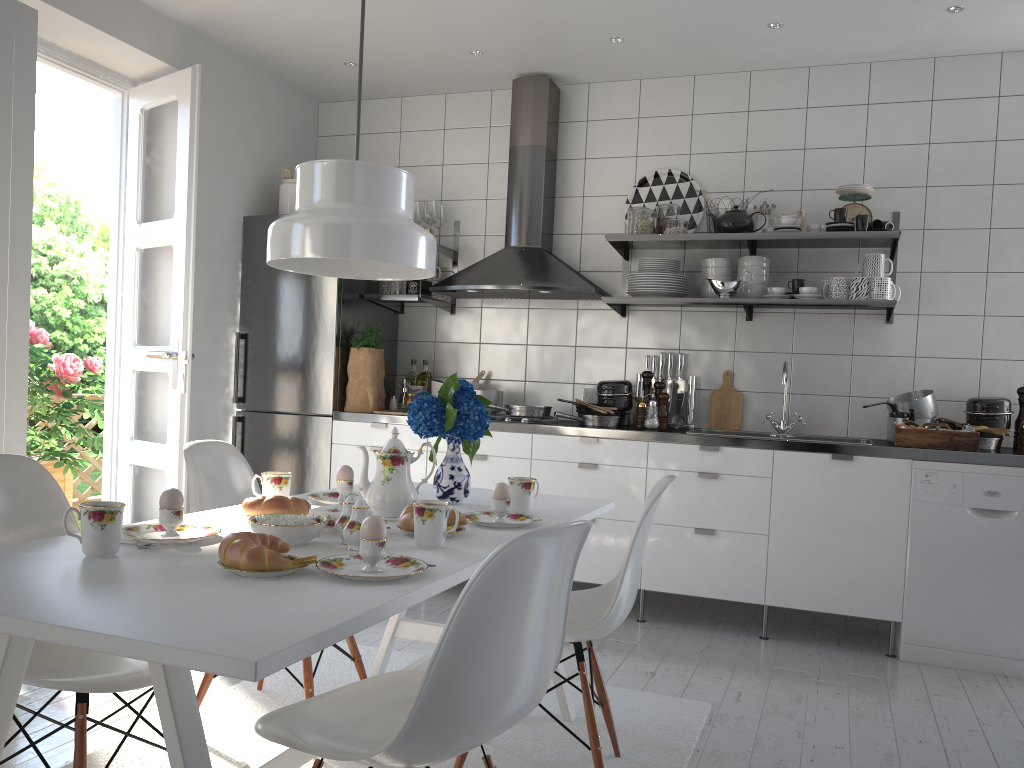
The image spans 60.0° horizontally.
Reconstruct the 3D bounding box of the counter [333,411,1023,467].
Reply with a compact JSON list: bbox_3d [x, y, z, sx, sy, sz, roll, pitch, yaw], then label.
[{"bbox_3d":[0.750,0.234,4.100,3.236,0.045,0.650,3,0,20],"label":"counter"}]

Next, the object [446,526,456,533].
[{"bbox_3d":[-0.160,0.325,1.984,0.109,0.036,0.070,3,0,28],"label":"object"}]

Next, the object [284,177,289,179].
[{"bbox_3d":[-1.155,-0.974,4.625,0.061,0.251,0.117,1,3,-40],"label":"object"}]

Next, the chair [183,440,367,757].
[{"bbox_3d":[-0.677,0.578,2.561,0.542,0.802,0.464,3,2,14],"label":"chair"}]

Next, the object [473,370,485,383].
[{"bbox_3d":[-0.246,0.039,4.676,0.222,0.233,0.080,2,2,-19],"label":"object"}]

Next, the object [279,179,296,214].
[{"bbox_3d":[-1.124,-0.946,4.621,0.174,0.208,0.174,3,1,16],"label":"object"}]

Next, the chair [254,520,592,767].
[{"bbox_3d":[-0.155,0.603,1.525,0.542,0.802,0.465,4,2,34],"label":"chair"}]

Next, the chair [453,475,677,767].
[{"bbox_3d":[0.121,0.616,2.253,0.542,0.802,0.464,3,2,9],"label":"chair"}]

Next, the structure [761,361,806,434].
[{"bbox_3d":[1.288,0.072,4.098,0.189,0.353,0.274,3,1,-3],"label":"structure"}]

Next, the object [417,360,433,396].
[{"bbox_3d":[-0.465,0.012,4.781,0.089,0.282,0.082,4,2,20],"label":"object"}]

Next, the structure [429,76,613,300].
[{"bbox_3d":[0.052,-0.991,4.429,0.868,1.094,0.472,3,2,20],"label":"structure"}]

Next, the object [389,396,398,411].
[{"bbox_3d":[-0.624,0.103,4.668,0.046,0.084,0.046,3,2,-2],"label":"object"}]

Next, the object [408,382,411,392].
[{"bbox_3d":[-0.577,0.061,4.759,0.059,0.173,0.059,2,2,-20],"label":"object"}]

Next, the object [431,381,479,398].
[{"bbox_3d":[-0.303,0.075,4.667,0.247,0.175,0.247,2,1,-29],"label":"object"}]

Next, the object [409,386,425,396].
[{"bbox_3d":[-0.511,0.080,4.746,0.077,0.141,0.044,3,2,20],"label":"object"}]

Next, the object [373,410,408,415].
[{"bbox_3d":[-0.494,0.147,4.392,0.330,0.012,0.220,3,0,20],"label":"object"}]

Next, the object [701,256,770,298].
[{"bbox_3d":[1.041,-0.482,4.150,0.309,0.217,0.150,3,1,17],"label":"object"}]

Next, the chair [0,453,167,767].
[{"bbox_3d":[-0.933,0.565,1.866,0.542,0.802,0.465,3,2,19],"label":"chair"}]

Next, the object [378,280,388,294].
[{"bbox_3d":[-0.656,-0.517,4.634,0.086,0.120,0.086,4,2,31],"label":"object"}]

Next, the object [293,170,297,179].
[{"bbox_3d":[-1.120,-0.992,4.629,0.064,0.290,0.140,3,2,-6],"label":"object"}]

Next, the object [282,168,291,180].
[{"bbox_3d":[-1.169,-0.979,4.606,0.054,0.263,0.149,3,2,-5],"label":"object"}]

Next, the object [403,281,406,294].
[{"bbox_3d":[-0.580,-0.503,4.834,0.083,0.100,0.108,3,1,-11],"label":"object"}]

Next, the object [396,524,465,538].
[{"bbox_3d":[-0.184,0.333,2.009,0.158,0.016,0.158,3,0,30],"label":"object"}]

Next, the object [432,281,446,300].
[{"bbox_3d":[-0.412,-0.495,4.755,0.108,0.100,0.083,3,1,9],"label":"object"}]

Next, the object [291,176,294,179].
[{"bbox_3d":[-1.117,-0.971,4.658,0.118,0.250,0.033,3,2,20],"label":"object"}]

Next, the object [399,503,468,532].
[{"bbox_3d":[-0.191,0.304,2.024,0.124,0.058,0.161,3,0,35],"label":"object"}]

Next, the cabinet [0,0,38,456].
[{"bbox_3d":[-1.994,-0.132,2.225,0.512,2.099,1.377,4,2,20],"label":"cabinet"}]

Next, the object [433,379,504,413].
[{"bbox_3d":[-0.207,0.062,4.462,0.348,0.154,0.200,3,1,-30],"label":"object"}]

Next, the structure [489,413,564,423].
[{"bbox_3d":[-0.037,0.161,4.380,0.467,0.029,0.490,3,0,20],"label":"structure"}]

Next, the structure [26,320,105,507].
[{"bbox_3d":[-2.984,0.230,5.243,1.261,1.282,1.175,3,1,21],"label":"structure"}]

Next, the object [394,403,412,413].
[{"bbox_3d":[-0.499,0.123,4.390,0.276,0.053,0.142,3,0,36],"label":"object"}]

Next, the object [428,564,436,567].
[{"bbox_3d":[-0.210,0.334,1.685,0.139,0.011,0.032,3,0,24],"label":"object"}]

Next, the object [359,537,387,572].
[{"bbox_3d":[-0.249,0.303,1.583,0.048,0.057,0.048,2,1,-29],"label":"object"}]

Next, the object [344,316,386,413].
[{"bbox_3d":[-0.732,-0.103,4.485,0.173,0.510,0.282,3,2,8],"label":"object"}]

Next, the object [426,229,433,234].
[{"bbox_3d":[-0.456,-0.772,4.573,0.100,0.048,0.100,3,1,43],"label":"object"}]

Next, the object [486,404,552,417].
[{"bbox_3d":[0.019,0.119,4.265,0.351,0.061,0.232,3,0,-1],"label":"object"}]

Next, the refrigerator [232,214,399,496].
[{"bbox_3d":[-1.043,0.063,4.731,0.576,1.803,0.694,4,2,20],"label":"refrigerator"}]

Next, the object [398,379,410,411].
[{"bbox_3d":[-0.571,0.062,4.694,0.059,0.173,0.059,2,2,-20],"label":"object"}]

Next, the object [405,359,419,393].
[{"bbox_3d":[-0.539,0.008,4.814,0.066,0.283,0.066,3,2,15],"label":"object"}]

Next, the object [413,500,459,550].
[{"bbox_3d":[-0.167,0.294,1.844,0.078,0.095,0.091,2,1,-33],"label":"object"}]

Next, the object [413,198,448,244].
[{"bbox_3d":[-0.460,-0.856,4.755,0.192,0.245,0.205,3,1,18],"label":"object"}]

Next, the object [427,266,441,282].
[{"bbox_3d":[-0.440,-0.597,4.760,0.083,0.100,0.108,2,1,-36],"label":"object"}]

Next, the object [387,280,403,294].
[{"bbox_3d":[-0.598,-0.514,4.552,0.086,0.120,0.086,3,2,17],"label":"object"}]

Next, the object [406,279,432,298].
[{"bbox_3d":[-0.480,-0.510,4.588,0.100,0.123,0.100,4,2,30],"label":"object"}]

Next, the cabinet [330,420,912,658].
[{"bbox_3d":[0.728,0.652,4.111,3.235,0.796,0.662,3,1,20],"label":"cabinet"}]

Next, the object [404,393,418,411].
[{"bbox_3d":[-0.527,0.099,4.642,0.078,0.101,0.078,2,1,-13],"label":"object"}]

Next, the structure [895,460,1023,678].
[{"bbox_3d":[1.897,0.711,3.605,0.573,0.792,0.508,3,2,20],"label":"structure"}]
